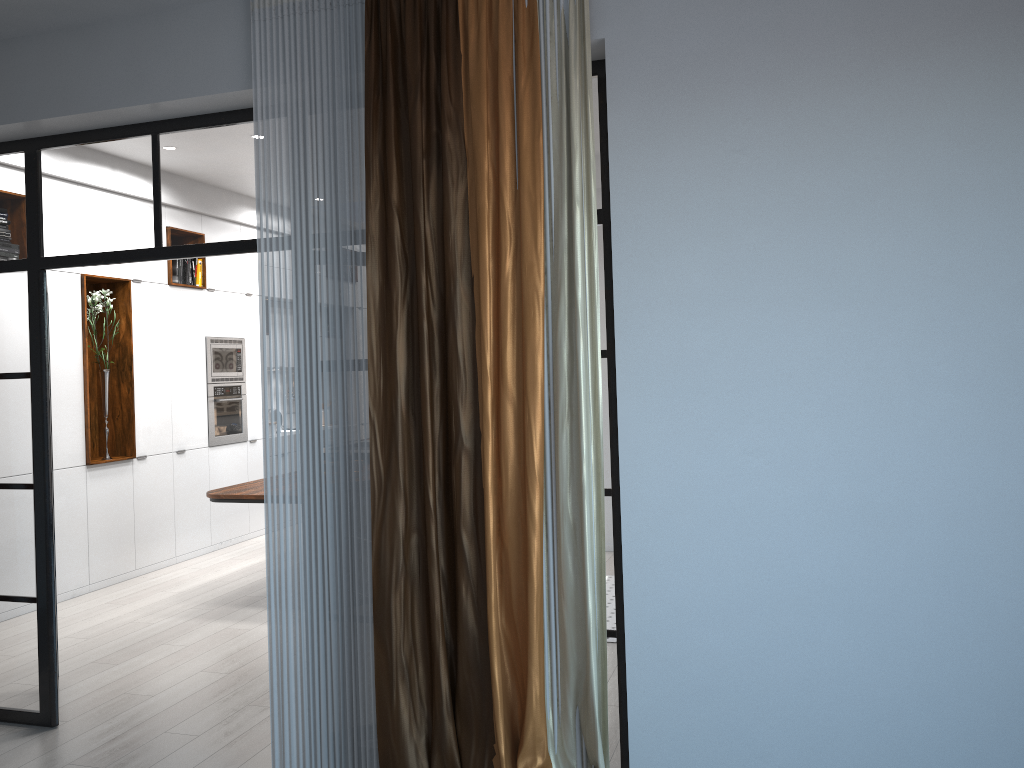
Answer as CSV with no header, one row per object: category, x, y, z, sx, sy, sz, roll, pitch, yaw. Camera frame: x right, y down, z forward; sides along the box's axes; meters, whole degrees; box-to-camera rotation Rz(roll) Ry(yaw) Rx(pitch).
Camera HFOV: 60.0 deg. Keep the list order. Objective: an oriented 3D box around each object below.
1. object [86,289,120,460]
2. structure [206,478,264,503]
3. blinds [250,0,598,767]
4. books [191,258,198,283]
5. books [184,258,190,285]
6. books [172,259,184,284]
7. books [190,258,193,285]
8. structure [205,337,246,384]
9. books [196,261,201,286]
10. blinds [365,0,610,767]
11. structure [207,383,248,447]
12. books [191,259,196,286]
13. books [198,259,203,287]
object,-3.192,-0.080,6.917,0.267,1.342,0.268,-2,-1,43
structure,-0.962,1.016,8.592,1.377,0.887,5.642,-2,1,17
blinds,-0.350,0.009,3.231,1.300,3.069,0.052,-2,-1,18
books,-2.945,-1.019,8.017,0.238,0.288,0.030,-2,-1,17
books,-2.974,-1.029,7.875,0.268,0.321,0.047,-2,0,17
books,-3.003,-1.005,7.804,0.236,0.278,0.106,-2,0,17
books,-2.976,-1.007,7.969,0.230,0.296,0.030,-2,-1,17
structure,-2.897,-0.215,8.411,0.458,0.430,0.595,-2,0,17
books,-2.901,-0.994,8.037,0.184,0.245,0.033,-2,-1,17
blinds,-0.108,-0.003,3.050,0.810,3.045,0.255,-2,-1,18
structure,-2.863,0.285,8.400,0.495,0.570,0.595,-2,0,17
books,-2.941,-0.991,7.988,0.190,0.253,0.026,-2,-1,17
books,-2.907,-1.004,8.068,0.211,0.264,0.024,-2,-1,17
